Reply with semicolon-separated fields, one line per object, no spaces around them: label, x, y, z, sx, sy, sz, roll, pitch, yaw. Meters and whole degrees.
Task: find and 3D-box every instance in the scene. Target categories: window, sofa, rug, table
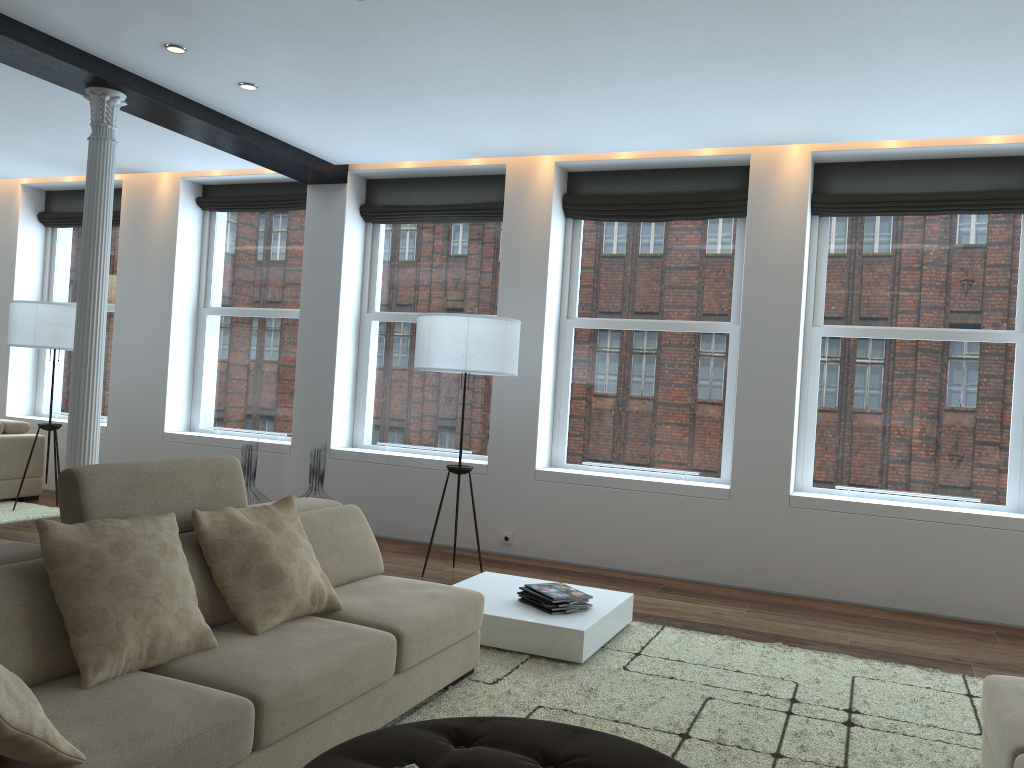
window;1.044;-0.423;6.736;1.442;2.400;0.123;4;0;22
sofa;-1.052;0.756;2.925;1.021;0.950;2.581;4;0;22
window;-0.650;-0.528;7.436;1.432;2.400;0.123;4;0;22
rug;-6.099;0.918;6.840;4.231;0.020;2.972;4;0;22
table;0.083;1.206;4.660;0.900;0.170;0.900;4;0;22
rug;0.295;1.306;2.821;2.972;0.020;4.231;4;0;22
window;-2.322;-0.631;8.126;1.391;2.400;0.123;4;0;22
window;-4.231;-0.748;8.914;1.345;2.400;0.123;4;0;22
window;2.744;-0.319;6.034;1.443;2.400;0.123;4;0;22
sofa;1.667;0.923;1.803;1.021;0.950;2.581;4;0;22
sofa;-5.571;0.491;8.005;2.581;0.950;1.018;4;0;22

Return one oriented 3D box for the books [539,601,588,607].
books;0.228;1.096;4.527;0.220;0.010;0.300;4;0;-18

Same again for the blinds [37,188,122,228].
blinds;-4.191;-1.763;8.861;1.342;0.393;0.156;4;0;22

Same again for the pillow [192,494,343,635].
pillow;-0.905;0.647;3.269;0.368;0.416;0.519;4;0;27

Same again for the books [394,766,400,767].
books;-0.216;0.905;1.881;0.300;0.031;0.219;3;0;37

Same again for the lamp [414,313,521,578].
lamp;-0.341;0.421;5.940;0.698;1.728;0.698;4;0;-44

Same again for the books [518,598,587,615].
books;0.205;1.123;4.513;0.220;0.010;0.300;4;0;-33

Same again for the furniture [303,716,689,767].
furniture;-0.007;1.097;1.997;1.057;0.355;1.057;4;0;24

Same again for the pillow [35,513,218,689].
pillow;-1.153;0.619;2.696;0.301;0.439;0.534;4;0;26

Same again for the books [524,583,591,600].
books;0.230;1.057;4.527;0.220;0.010;0.300;4;0;-28

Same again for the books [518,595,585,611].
books;0.206;1.104;4.513;0.220;0.010;0.300;4;0;-33

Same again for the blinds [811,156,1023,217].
blinds;2.786;-1.333;5.981;1.442;0.393;0.156;4;0;22

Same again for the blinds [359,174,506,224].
blinds;-0.616;-1.542;7.368;1.431;0.395;0.183;4;0;22

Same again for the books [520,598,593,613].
books;0.227;1.115;4.527;0.300;0.010;0.220;3;0;42

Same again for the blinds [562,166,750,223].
blinds;1.086;-1.431;6.682;1.439;0.424;0.156;4;0;22

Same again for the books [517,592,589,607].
books;0.207;1.084;4.513;0.220;0.010;0.300;4;0;-43

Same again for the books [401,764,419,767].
books;-0.237;0.896;1.867;0.220;0.040;0.301;4;0;-33

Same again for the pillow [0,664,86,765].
pillow;-1.224;0.633;1.902;0.518;0.393;0.395;4;0;26

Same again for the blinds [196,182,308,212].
blinds;-2.279;-1.705;8.073;1.396;0.275;0.156;4;0;22

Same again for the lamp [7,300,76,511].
lamp;-3.838;0.204;7.383;0.698;1.728;0.698;4;0;-44

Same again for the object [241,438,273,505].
object;-2.006;0.796;6.725;0.458;0.781;0.458;4;0;22

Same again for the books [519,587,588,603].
books;0.209;1.065;4.513;0.220;0.010;0.300;4;0;-33

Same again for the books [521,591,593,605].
books;0.229;1.076;4.527;0.300;0.010;0.220;3;0;37

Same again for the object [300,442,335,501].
object;-1.493;0.829;6.748;0.458;0.781;0.458;4;0;22
